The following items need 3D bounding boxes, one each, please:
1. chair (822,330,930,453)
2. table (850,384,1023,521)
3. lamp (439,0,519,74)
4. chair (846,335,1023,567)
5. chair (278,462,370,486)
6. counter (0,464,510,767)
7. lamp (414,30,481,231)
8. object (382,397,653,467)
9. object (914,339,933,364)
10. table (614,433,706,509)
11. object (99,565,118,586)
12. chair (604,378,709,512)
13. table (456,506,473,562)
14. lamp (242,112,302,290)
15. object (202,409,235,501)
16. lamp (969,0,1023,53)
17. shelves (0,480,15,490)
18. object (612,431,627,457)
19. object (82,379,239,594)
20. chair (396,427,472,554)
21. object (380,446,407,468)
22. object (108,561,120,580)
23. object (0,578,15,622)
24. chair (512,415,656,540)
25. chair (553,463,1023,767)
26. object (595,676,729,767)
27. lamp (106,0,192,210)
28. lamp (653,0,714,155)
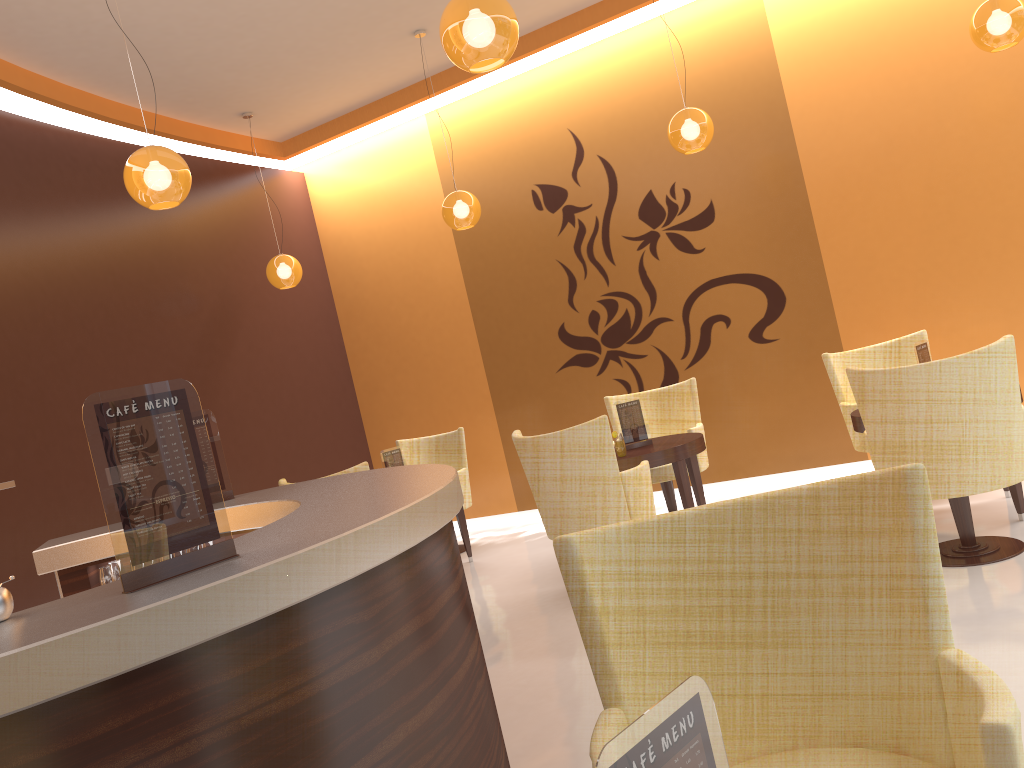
[{"bbox_3d":[2.546,0.210,5.814,0.729,1.017,0.685,-13,1,-4],"label":"chair"},{"bbox_3d":[2.448,0.415,5.015,0.872,0.679,0.874,-13,1,-25],"label":"table"},{"bbox_3d":[-0.263,-1.921,3.316,0.299,1.500,0.299,-13,1,6],"label":"lamp"},{"bbox_3d":[2.111,0.329,4.279,0.729,1.017,0.685,-13,1,25],"label":"chair"},{"bbox_3d":[-1.101,1.060,6.055,0.729,1.017,0.685,-13,1,25],"label":"chair"},{"bbox_3d":[-0.843,0.992,2.885,1.586,1.100,2.917,-13,1,-17],"label":"counter"},{"bbox_3d":[-0.520,-1.898,6.634,0.299,1.500,0.299,-13,1,-19],"label":"lamp"},{"bbox_3d":[-0.014,0.455,6.416,2.090,0.335,0.187,-13,1,25],"label":"object"},{"bbox_3d":[2.341,-0.080,5.005,0.209,0.335,0.042,-14,1,-44],"label":"object"},{"bbox_3d":[0.925,0.761,5.976,0.872,0.679,0.874,-14,1,-30],"label":"table"},{"bbox_3d":[-1.648,0.819,3.631,0.067,0.148,0.067,-14,1,-36],"label":"object"},{"bbox_3d":[1.135,0.530,6.728,0.729,1.017,0.685,-13,1,16],"label":"chair"},{"bbox_3d":[-0.763,1.147,6.791,0.872,0.679,0.874,-13,1,-25],"label":"table"},{"bbox_3d":[-2.065,-1.546,7.489,0.299,1.500,0.299,-13,1,28],"label":"lamp"},{"bbox_3d":[-1.400,0.334,3.916,0.258,0.414,0.052,-13,1,-3],"label":"object"},{"bbox_3d":[2.570,-2.602,4.926,0.299,1.500,0.299,-13,1,28],"label":"lamp"},{"bbox_3d":[-2.512,0.077,2.522,0.586,0.902,4.744,-13,1,-14],"label":"shelves"},{"bbox_3d":[0.692,0.382,5.702,0.067,0.171,0.072,-13,1,11],"label":"object"},{"bbox_3d":[-0.751,0.205,1.897,0.052,0.414,0.258,-13,1,42],"label":"object"},{"bbox_3d":[-0.669,0.942,7.588,0.729,1.017,0.685,-13,1,28],"label":"chair"},{"bbox_3d":[-0.898,0.657,6.832,0.209,0.335,0.042,-14,1,-39],"label":"object"},{"bbox_3d":[-1.661,0.821,3.743,0.067,0.148,0.067,-13,1,27],"label":"object"},{"bbox_3d":[-1.069,0.453,1.824,0.075,0.077,0.075,-13,1,-3],"label":"object"},{"bbox_3d":[0.473,0.701,5.282,0.685,1.017,0.729,-14,1,-45],"label":"chair"},{"bbox_3d":[0.532,0.727,1.613,0.729,1.017,0.685,-13,1,6],"label":"chair"},{"bbox_3d":[0.171,0.473,0.850,0.042,0.335,0.209,-13,1,42],"label":"object"},{"bbox_3d":[-1.808,-1.569,4.170,0.299,1.500,0.299,-14,1,-44],"label":"lamp"},{"bbox_3d":[1.025,-2.250,5.780,0.299,1.500,0.299,-14,1,-36],"label":"lamp"}]
